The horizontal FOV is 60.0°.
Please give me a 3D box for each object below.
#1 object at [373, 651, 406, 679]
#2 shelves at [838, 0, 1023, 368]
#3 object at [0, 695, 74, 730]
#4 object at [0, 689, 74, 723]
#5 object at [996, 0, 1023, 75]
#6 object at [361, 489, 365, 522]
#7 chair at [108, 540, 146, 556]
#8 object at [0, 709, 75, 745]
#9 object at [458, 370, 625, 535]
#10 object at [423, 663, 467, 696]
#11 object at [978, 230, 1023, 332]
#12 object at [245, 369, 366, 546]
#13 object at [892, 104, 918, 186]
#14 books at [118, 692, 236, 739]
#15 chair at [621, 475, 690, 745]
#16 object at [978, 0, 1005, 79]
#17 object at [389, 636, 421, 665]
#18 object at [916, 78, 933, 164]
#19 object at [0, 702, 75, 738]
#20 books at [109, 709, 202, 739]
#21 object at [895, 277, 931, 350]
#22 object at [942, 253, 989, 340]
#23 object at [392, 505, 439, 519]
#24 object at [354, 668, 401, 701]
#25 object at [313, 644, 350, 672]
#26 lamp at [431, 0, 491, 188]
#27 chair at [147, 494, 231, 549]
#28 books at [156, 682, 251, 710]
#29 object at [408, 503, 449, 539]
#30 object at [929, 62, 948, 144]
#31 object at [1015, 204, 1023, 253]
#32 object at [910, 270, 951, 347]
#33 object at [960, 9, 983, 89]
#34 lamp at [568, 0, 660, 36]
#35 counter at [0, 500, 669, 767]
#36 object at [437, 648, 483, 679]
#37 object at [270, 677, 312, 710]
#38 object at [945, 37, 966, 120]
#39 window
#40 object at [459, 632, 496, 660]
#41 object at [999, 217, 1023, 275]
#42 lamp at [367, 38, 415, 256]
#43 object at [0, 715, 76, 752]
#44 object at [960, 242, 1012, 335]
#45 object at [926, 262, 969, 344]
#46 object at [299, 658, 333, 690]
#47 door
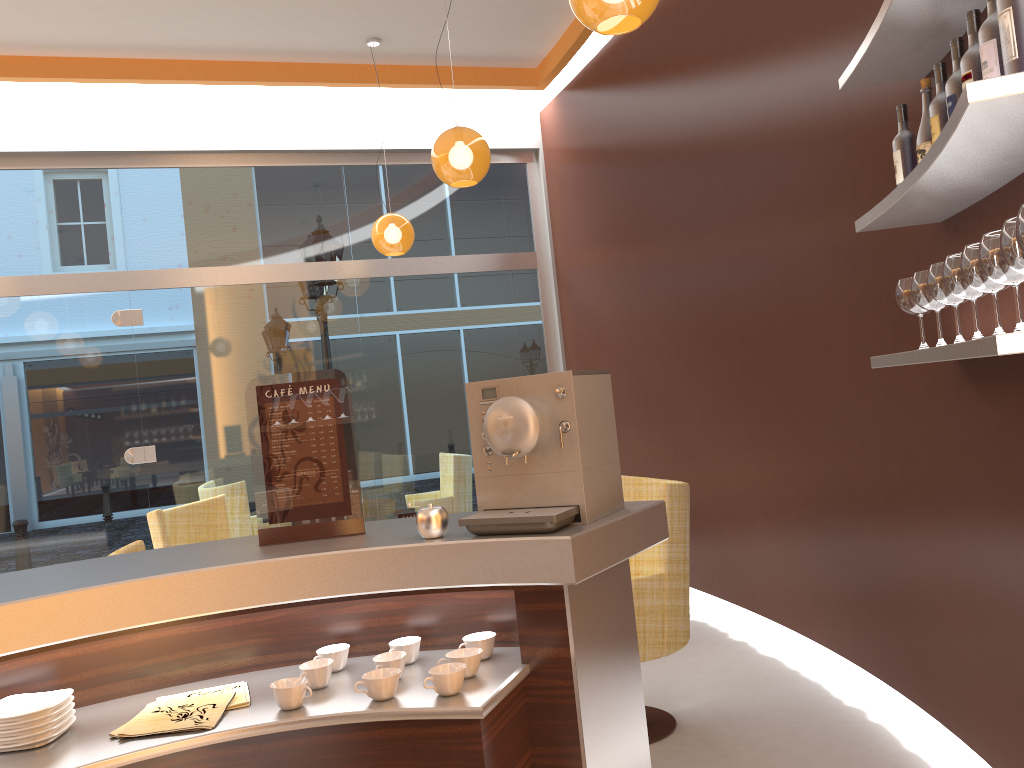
[{"bbox_3d":[-0.259,0.608,1.896,0.073,0.050,0.086,-6,-1,-14],"label":"object"},{"bbox_3d":[0.227,-0.461,0.596,0.586,0.902,4.744,-7,-2,29],"label":"shelves"},{"bbox_3d":[-0.959,0.652,1.749,0.153,0.020,0.153,-6,-1,-1],"label":"object"},{"bbox_3d":[-0.960,0.638,1.750,0.153,0.020,0.153,-6,-1,-1],"label":"object"},{"bbox_3d":[0.921,-0.662,1.604,0.073,0.297,0.073,-6,-1,-9],"label":"object"},{"bbox_3d":[-0.920,0.756,5.171,0.042,0.335,0.209,-5,-2,-44],"label":"object"},{"bbox_3d":[-1.052,1.060,3.159,0.685,1.017,0.729,-5,-2,-41],"label":"chair"},{"bbox_3d":[-0.956,0.679,1.749,0.153,0.020,0.153,-6,-1,-1],"label":"object"},{"bbox_3d":[0.055,0.152,2.060,0.270,0.340,0.373,-7,-2,26],"label":"object"},{"bbox_3d":[-0.127,0.591,1.761,0.073,0.050,0.086,-6,-1,14],"label":"object"},{"bbox_3d":[1.043,-0.207,1.836,0.125,0.221,0.125,-6,-1,6],"label":"object"},{"bbox_3d":[-0.513,0.177,2.194,0.258,0.414,0.052,-6,-1,-5],"label":"object"},{"bbox_3d":[1.145,-0.662,2.570,0.073,0.297,0.073,-6,-1,-9],"label":"object"},{"bbox_3d":[-0.669,0.665,1.783,0.185,0.016,0.188,-6,-1,-4],"label":"books"},{"bbox_3d":[0.439,0.918,3.723,0.685,1.017,0.729,-6,-1,-12],"label":"chair"},{"bbox_3d":[0.971,-0.664,1.762,0.073,0.297,0.073,-5,-1,-21],"label":"object"},{"bbox_3d":[-0.241,0.609,2.012,0.073,0.050,0.086,-6,-1,-4],"label":"object"},{"bbox_3d":[1.131,-0.670,2.388,0.086,0.303,0.086,-5,-2,-40],"label":"object"},{"bbox_3d":[-0.957,0.665,1.749,0.153,0.020,0.153,-6,-1,-1],"label":"object"},{"bbox_3d":[-0.683,0.670,1.791,0.187,0.011,0.189,-6,-1,1],"label":"books"},{"bbox_3d":[1.213,-0.206,2.635,0.125,0.221,0.125,-6,-1,6],"label":"object"},{"bbox_3d":[1.123,-0.208,2.158,0.125,0.221,0.125,-6,-1,6],"label":"object"},{"bbox_3d":[-0.358,0.657,3.522,0.209,0.335,0.042,-6,-1,-5],"label":"object"},{"bbox_3d":[-0.261,0.605,1.775,0.073,0.050,0.086,-7,-2,26],"label":"object"},{"bbox_3d":[-0.405,0.626,2.012,0.073,0.050,0.086,-6,-1,3],"label":"object"},{"bbox_3d":[-0.319,-1.743,4.443,0.299,1.500,0.299,-5,-2,-41],"label":"lamp"},{"bbox_3d":[-1.680,1.174,5.117,0.685,1.017,0.729,-6,-1,13],"label":"chair"},{"bbox_3d":[-0.655,0.669,1.875,0.193,0.009,0.189,-5,-1,-20],"label":"books"},{"bbox_3d":[-0.179,0.307,1.995,0.075,0.077,0.075,-7,-2,40],"label":"object"},{"bbox_3d":[1.100,-0.665,2.247,0.073,0.297,0.073,-7,-2,41],"label":"object"},{"bbox_3d":[0.938,-0.204,1.514,0.125,0.221,0.125,-6,-1,6],"label":"object"},{"bbox_3d":[1.189,-0.207,2.478,0.125,0.221,0.125,-6,-1,6],"label":"object"},{"bbox_3d":[1.019,-0.665,1.929,0.073,0.297,0.073,-6,-1,-9],"label":"object"},{"bbox_3d":[0.250,-1.844,2.738,0.299,1.500,0.299,-5,-2,-40],"label":"lamp"},{"bbox_3d":[-0.906,0.957,1.276,1.586,1.100,2.917,-7,-2,26],"label":"counter"},{"bbox_3d":[-0.101,0.591,1.864,0.073,0.050,0.086,-7,-2,39],"label":"object"},{"bbox_3d":[-0.441,0.624,1.782,0.086,0.050,0.073,-6,-1,-7],"label":"object"},{"bbox_3d":[1.062,-0.665,2.085,0.073,0.297,0.073,-6,-1,-9],"label":"object"},{"bbox_3d":[-3.483,0.140,6.177,8.200,3.380,0.040,-6,-1,-19],"label":"window"},{"bbox_3d":[-0.072,0.591,1.985,0.073,0.050,0.086,-6,-1,14],"label":"object"},{"bbox_3d":[0.998,-0.207,1.672,0.125,0.221,0.125,-6,-1,6],"label":"object"},{"bbox_3d":[-0.888,-1.641,6.148,0.299,1.500,0.299,-7,-2,39],"label":"lamp"},{"bbox_3d":[-0.954,0.692,1.748,0.153,0.020,0.153,-6,-1,-1],"label":"object"},{"bbox_3d":[1.087,-0.208,1.999,0.125,0.221,0.125,-6,-1,6],"label":"object"},{"bbox_3d":[1.159,-0.208,2.317,0.125,0.221,0.125,-6,-1,6],"label":"object"},{"bbox_3d":[-0.416,0.625,1.897,0.073,0.050,0.086,-6,-1,-12],"label":"object"},{"bbox_3d":[-3.431,0.637,6.165,1.640,2.499,0.020,-6,-1,-19],"label":"door"}]
